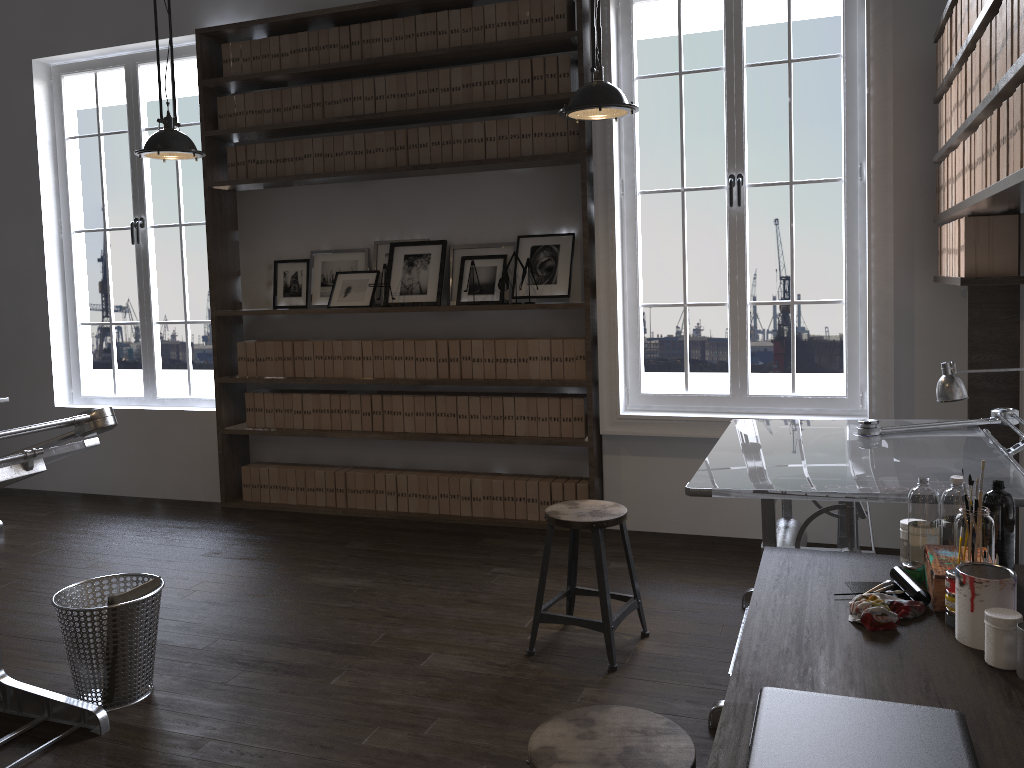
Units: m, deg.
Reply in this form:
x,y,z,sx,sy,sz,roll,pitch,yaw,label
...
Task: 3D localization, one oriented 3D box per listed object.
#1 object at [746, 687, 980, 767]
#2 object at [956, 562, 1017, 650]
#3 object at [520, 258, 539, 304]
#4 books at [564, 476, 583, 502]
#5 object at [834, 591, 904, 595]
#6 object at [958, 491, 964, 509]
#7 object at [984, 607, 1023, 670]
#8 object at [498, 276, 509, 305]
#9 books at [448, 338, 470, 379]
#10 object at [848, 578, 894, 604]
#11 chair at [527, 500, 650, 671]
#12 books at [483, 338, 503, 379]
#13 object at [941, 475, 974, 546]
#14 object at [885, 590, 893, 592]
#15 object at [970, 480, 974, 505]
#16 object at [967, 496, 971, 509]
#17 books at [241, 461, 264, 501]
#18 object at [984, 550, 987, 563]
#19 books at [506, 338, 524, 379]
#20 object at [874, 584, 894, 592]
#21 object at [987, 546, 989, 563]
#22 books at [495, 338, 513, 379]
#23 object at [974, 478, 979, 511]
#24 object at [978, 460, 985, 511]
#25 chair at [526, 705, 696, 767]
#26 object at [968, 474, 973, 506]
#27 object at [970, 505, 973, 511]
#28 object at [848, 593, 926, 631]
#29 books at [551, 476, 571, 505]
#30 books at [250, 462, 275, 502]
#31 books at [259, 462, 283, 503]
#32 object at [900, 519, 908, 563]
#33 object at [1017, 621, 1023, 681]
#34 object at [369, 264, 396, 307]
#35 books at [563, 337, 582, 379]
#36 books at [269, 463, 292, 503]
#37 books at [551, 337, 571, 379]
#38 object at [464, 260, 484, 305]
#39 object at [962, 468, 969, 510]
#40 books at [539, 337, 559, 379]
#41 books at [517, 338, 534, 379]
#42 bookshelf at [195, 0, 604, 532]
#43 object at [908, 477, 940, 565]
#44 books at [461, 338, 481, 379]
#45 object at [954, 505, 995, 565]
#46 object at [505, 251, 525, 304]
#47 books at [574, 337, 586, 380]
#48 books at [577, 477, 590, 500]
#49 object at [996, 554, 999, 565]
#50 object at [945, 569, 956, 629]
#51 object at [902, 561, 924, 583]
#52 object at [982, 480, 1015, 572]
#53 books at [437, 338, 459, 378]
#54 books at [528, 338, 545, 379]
x,y,z,sx,sy,sz,roll,pitch,yaw,label
0.489,0.552,1.239,0.312,0.033,0.448,1,7,20,object
0.916,0.429,1.713,0.104,0.141,0.105,-1,5,13,object
0.095,-0.574,4.951,0.110,0.261,0.040,0,4,20,object
0.353,0.655,5.021,0.067,0.225,0.175,0,5,20,books
0.792,0.464,1.964,0.156,0.006,0.006,-2,5,0,object
0.975,0.306,1.898,0.037,0.153,0.005,-1,4,16,object
0.891,0.462,1.607,0.062,0.094,0.062,-4,5,-29,object
-0.046,-0.520,4.939,0.066,0.165,0.040,0,4,20,object
-0.305,-0.150,5.195,0.067,0.225,0.175,0,5,20,books
0.799,0.460,1.967,0.172,0.017,0.011,-7,7,-38,object
0.287,0.735,3.343,0.358,0.526,0.373,1,5,29,chair
-0.100,-0.149,5.125,0.067,0.225,0.175,0,5,20,books
1.039,0.332,2.066,0.068,0.236,0.069,-1,4,17,object
0.801,0.469,1.959,0.119,0.006,0.008,-6,7,-29,object
0.982,0.295,1.905,0.022,0.179,0.005,2,5,44,object
0.986,0.312,1.881,0.044,0.151,0.005,-3,4,-10,object
-1.676,0.633,5.768,0.067,0.225,0.175,0,5,20,books
0.968,0.408,1.809,0.005,0.130,0.040,0,4,22,object
0.028,-0.147,5.072,0.067,0.225,0.175,0,5,20,books
0.808,0.466,1.977,0.158,0.005,0.005,-7,7,-35,object
0.976,0.408,1.815,0.005,0.147,0.033,0,4,21,object
-0.033,-0.148,5.100,0.067,0.225,0.175,0,5,20,books
0.983,0.289,1.879,0.006,0.192,0.055,-1,4,19,object
0.994,0.274,1.882,0.021,0.227,0.007,1,4,32,object
0.194,0.936,1.667,0.358,0.526,0.373,1,5,29,chair
0.986,0.292,1.899,0.008,0.185,0.071,0,4,21,object
0.971,0.263,1.870,0.006,0.017,0.006,-4,5,-29,object
0.769,0.462,1.860,0.197,0.050,0.132,-7,8,-40,object
0.282,0.655,5.041,0.067,0.225,0.175,0,5,20,books
-1.612,0.634,5.742,0.067,0.225,0.175,0,5,20,books
-1.547,0.635,5.715,0.067,0.225,0.175,0,5,20,books
0.986,0.388,2.165,0.068,0.104,0.068,0,5,25,object
0.914,0.469,1.540,0.063,0.093,0.063,-4,5,-20,object
-0.766,-0.578,5.215,0.174,0.259,0.040,0,4,20,object
0.346,-0.144,4.962,0.067,0.225,0.175,0,5,20,books
-1.478,0.636,5.691,0.067,0.225,0.175,0,5,20,books
0.280,-0.144,4.984,0.067,0.225,0.175,0,5,20,books
-0.219,-0.572,5.028,0.124,0.259,0.040,0,4,20,object
0.970,0.282,1.887,0.055,0.213,0.007,-5,5,-35,object
0.213,-0.145,5.005,0.067,0.225,0.175,0,5,20,books
0.092,-0.147,5.053,0.067,0.225,0.175,0,5,20,books
-0.669,-0.356,5.362,2.473,3.710,0.414,0,4,20,bookshelf
0.972,0.335,2.091,0.068,0.229,0.069,-1,4,17,object
-0.233,-0.150,5.174,0.067,0.225,0.175,0,5,20,books
1.086,0.325,1.800,0.345,0.145,0.077,4,7,43,object
0.020,-0.593,4.947,0.118,0.303,0.040,0,4,20,object
0.405,-0.142,4.933,0.067,0.225,0.175,0,5,20,books
0.424,0.656,4.992,0.067,0.225,0.175,0,5,20,books
0.989,0.412,1.802,0.005,0.124,0.041,0,4,24,object
0.903,0.435,1.790,0.049,0.111,0.050,-1,4,17,object
0.932,0.437,2.059,0.049,0.037,0.049,0,6,17,object
1.118,0.337,2.037,0.068,0.229,0.069,-1,4,17,object
-0.373,-0.152,5.226,0.067,0.225,0.175,0,5,20,books
0.151,-0.146,5.030,0.067,0.225,0.175,0,5,20,books
